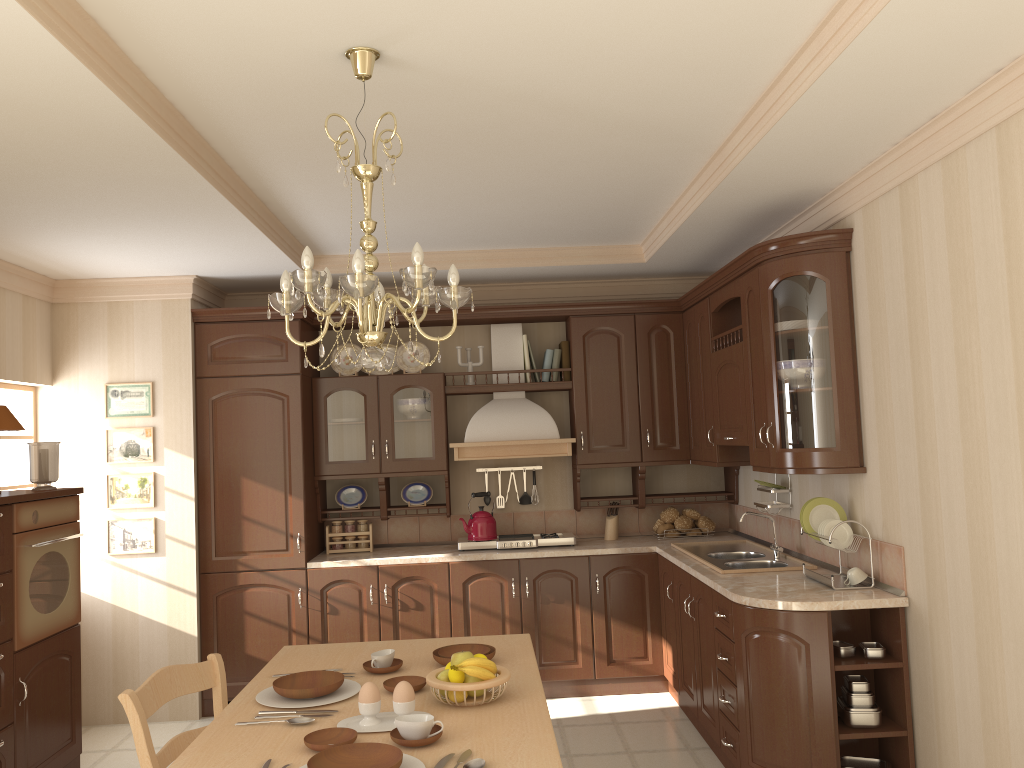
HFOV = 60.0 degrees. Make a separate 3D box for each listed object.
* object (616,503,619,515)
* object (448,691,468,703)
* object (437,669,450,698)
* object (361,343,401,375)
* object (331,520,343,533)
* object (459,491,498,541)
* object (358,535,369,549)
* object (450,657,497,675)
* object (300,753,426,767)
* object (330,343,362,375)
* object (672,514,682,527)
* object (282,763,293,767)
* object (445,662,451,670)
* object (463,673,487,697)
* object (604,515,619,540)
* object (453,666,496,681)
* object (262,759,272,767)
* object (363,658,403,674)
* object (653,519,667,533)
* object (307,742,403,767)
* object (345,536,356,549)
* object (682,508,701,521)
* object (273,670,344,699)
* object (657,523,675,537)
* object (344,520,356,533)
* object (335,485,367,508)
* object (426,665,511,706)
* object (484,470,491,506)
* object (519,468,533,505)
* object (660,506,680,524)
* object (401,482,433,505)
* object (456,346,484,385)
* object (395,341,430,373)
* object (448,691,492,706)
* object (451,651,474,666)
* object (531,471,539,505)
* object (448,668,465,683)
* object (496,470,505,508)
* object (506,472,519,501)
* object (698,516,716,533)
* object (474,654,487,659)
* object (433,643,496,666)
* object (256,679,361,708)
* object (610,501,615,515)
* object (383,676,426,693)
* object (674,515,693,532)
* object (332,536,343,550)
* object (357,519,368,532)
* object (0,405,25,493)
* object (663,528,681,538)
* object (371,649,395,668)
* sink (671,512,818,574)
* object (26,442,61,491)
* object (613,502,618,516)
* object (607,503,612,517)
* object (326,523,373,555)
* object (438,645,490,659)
[{"bbox_3d":[0.666,0.836,5.623,0.050,0.159,0.022,0,-4,-33],"label":"object"},{"bbox_3d":[-0.147,0.842,2.408,0.055,0.046,0.046,-4,-4,31],"label":"object"},{"bbox_3d":[-0.175,0.831,2.461,0.074,0.076,0.072,-1,-4,-27],"label":"object"},{"bbox_3d":[-0.826,-0.157,5.606,0.342,0.209,0.073,-2,-3,-1],"label":"object"},{"bbox_3d":[-1.082,0.885,5.488,0.068,0.088,0.068,-3,-4,14],"label":"object"},{"bbox_3d":[-0.191,0.794,5.341,0.181,0.282,0.227,-4,-4,21],"label":"object"},{"bbox_3d":[-0.923,0.980,5.500,0.068,0.088,0.068,-3,-4,14],"label":"object"},{"bbox_3d":[-0.087,0.785,2.438,0.066,0.085,0.184,-5,-4,36],"label":"object"},{"bbox_3d":[-0.335,0.847,1.911,0.299,0.009,0.299,-1,-4,-23],"label":"object"},{"bbox_3d":[-1.028,-0.155,5.543,0.220,0.210,0.068,-2,-3,-4],"label":"object"},{"bbox_3d":[1.046,0.865,5.605,0.113,0.092,0.110,0,-5,-40],"label":"object"},{"bbox_3d":[-0.507,0.856,1.907,0.022,0.008,0.218,-2,-3,0],"label":"object"},{"bbox_3d":[-0.166,0.810,2.518,0.045,0.047,0.055,-4,-4,30],"label":"object"},{"bbox_3d":[-0.102,0.827,2.447,0.077,0.065,0.076,-1,-4,-26],"label":"object"},{"bbox_3d":[0.635,0.903,5.593,0.078,0.148,0.151,-5,-4,35],"label":"object"},{"bbox_3d":[-0.081,0.802,2.418,0.064,0.094,0.176,-5,-4,35],"label":"object"},{"bbox_3d":[-0.548,0.860,1.943,0.018,0.008,0.212,-2,-4,-8],"label":"object"},{"bbox_3d":[-0.409,0.897,2.811,0.126,0.026,0.127,-4,-4,25],"label":"object"},{"bbox_3d":[0.941,0.898,5.590,0.123,0.109,0.092,0,-4,-35],"label":"object"},{"bbox_3d":[-0.337,0.829,1.912,0.204,0.042,0.204,0,-4,-32],"label":"object"},{"bbox_3d":[-1.000,0.983,5.491,0.068,0.088,0.068,-3,-4,14],"label":"object"},{"bbox_3d":[1.128,0.819,5.574,0.112,0.078,0.125,-2,-4,-8],"label":"object"},{"bbox_3d":[-0.590,0.881,2.578,0.204,0.042,0.204,-2,-3,-2],"label":"object"},{"bbox_3d":[0.957,0.911,5.520,0.104,0.092,0.114,-6,-5,45],"label":"object"},{"bbox_3d":[-1.005,0.883,5.497,0.068,0.088,0.068,-3,-4,14],"label":"object"},{"bbox_3d":[-1.006,0.703,5.550,0.202,0.143,0.071,-2,-3,-4],"label":"object"},{"bbox_3d":[-0.120,0.840,2.466,0.235,0.068,0.235,1,-5,-45],"label":"object"},{"bbox_3d":[-0.161,0.665,5.681,0.048,0.231,0.015,-2,-3,-1],"label":"object"},{"bbox_3d":[0.084,0.659,5.704,0.088,0.236,0.028,-2,-3,-2],"label":"object"},{"bbox_3d":[0.988,0.821,5.552,0.118,0.105,0.100,-2,-4,-7],"label":"object"},{"bbox_3d":[-0.596,0.686,5.563,0.202,0.143,0.071,-2,-3,-4],"label":"object"},{"bbox_3d":[-0.279,-0.111,5.595,0.163,0.248,0.174,0,-5,-40],"label":"object"},{"bbox_3d":[-0.622,-0.171,5.557,0.220,0.210,0.068,-2,-3,-4],"label":"object"},{"bbox_3d":[-0.119,0.872,2.464,0.128,0.011,0.128,-5,-4,39],"label":"object"},{"bbox_3d":[-0.137,0.780,2.484,0.068,0.061,0.069,-3,-4,14],"label":"object"},{"bbox_3d":[0.146,0.667,5.692,0.049,0.219,0.049,-1,-4,-25],"label":"object"},{"bbox_3d":[-0.152,0.795,2.422,0.045,0.053,0.051,-2,-4,-14],"label":"object"},{"bbox_3d":[-0.077,0.674,5.686,0.051,0.245,0.003,-2,-3,-2],"label":"object"},{"bbox_3d":[-0.001,0.664,5.688,0.089,0.195,0.005,-2,-3,-2],"label":"object"},{"bbox_3d":[1.207,0.873,5.508,0.097,0.106,0.117,-6,-5,43],"label":"object"},{"bbox_3d":[-0.093,0.788,2.513,0.054,0.046,0.047,-5,-5,39],"label":"object"},{"bbox_3d":[-0.154,0.882,2.861,0.204,0.042,0.204,-5,-4,37],"label":"object"},{"bbox_3d":[-0.589,0.899,2.576,0.299,0.009,0.299,-2,-3,-4],"label":"object"},{"bbox_3d":[0.634,0.842,5.621,0.027,0.191,0.052,-6,-5,43],"label":"object"},{"bbox_3d":[-0.311,0.879,2.581,0.126,0.026,0.127,0,-4,-37],"label":"object"},{"bbox_3d":[1.063,0.867,5.504,0.110,0.102,0.115,-4,-4,27],"label":"object"},{"bbox_3d":[-1.078,0.985,5.482,0.068,0.088,0.068,-3,-4,14],"label":"object"},{"bbox_3d":[-0.927,0.880,5.506,0.068,0.088,0.068,-3,-4,14],"label":"object"},{"bbox_3d":[-2.282,0.289,3.918,0.237,0.388,0.235,-3,-4,10],"label":"object"},{"bbox_3d":[0.998,0.929,5.542,0.114,0.058,0.119,0,-4,-37],"label":"object"},{"bbox_3d":[-0.412,0.881,2.805,0.063,0.055,0.119,-4,-4,27],"label":"object"},{"bbox_3d":[1.159,0.827,4.605,0.448,0.348,1.077,-2,-3,-2],"label":"sink"},{"bbox_3d":[-2.180,0.382,4.129,0.144,0.220,0.144,-1,-4,-19],"label":"object"},{"bbox_3d":[0.647,0.845,5.590,0.053,0.198,0.027,-1,-4,-18],"label":"object"},{"bbox_3d":[0.612,0.852,5.600,0.053,0.198,0.027,-1,-4,-18],"label":"object"},{"bbox_3d":[-1.004,0.955,5.494,0.276,0.170,0.140,-2,-4,-7],"label":"object"},{"bbox_3d":[-0.153,0.878,2.859,0.168,0.034,0.168,-3,-4,9],"label":"object"}]
